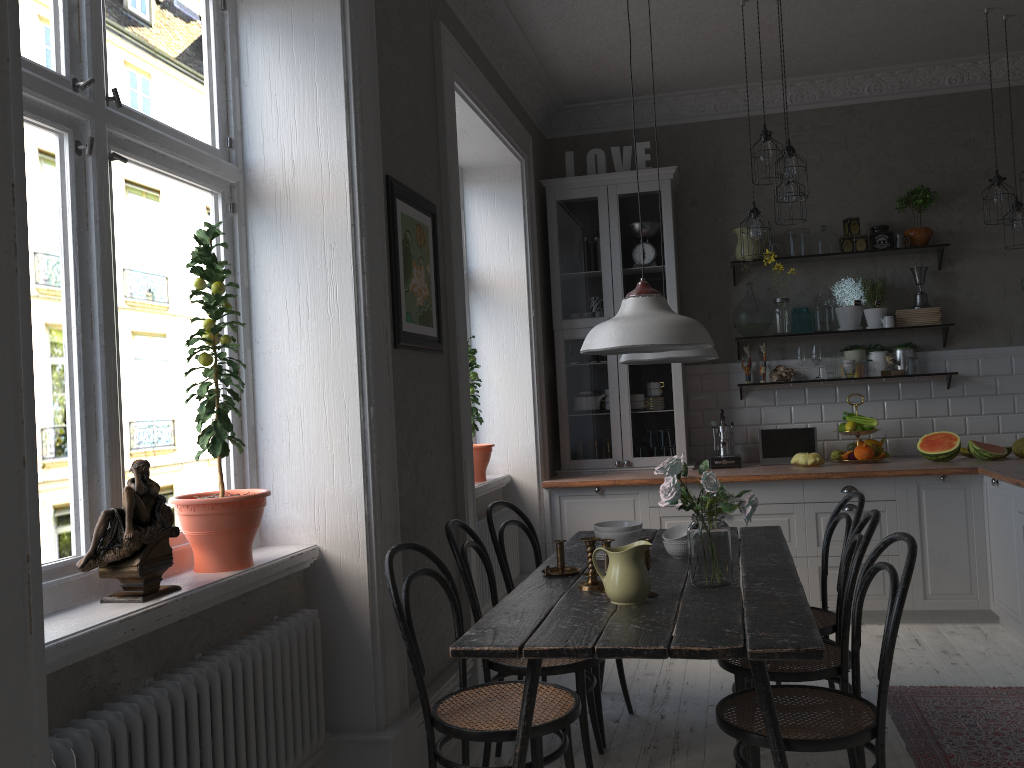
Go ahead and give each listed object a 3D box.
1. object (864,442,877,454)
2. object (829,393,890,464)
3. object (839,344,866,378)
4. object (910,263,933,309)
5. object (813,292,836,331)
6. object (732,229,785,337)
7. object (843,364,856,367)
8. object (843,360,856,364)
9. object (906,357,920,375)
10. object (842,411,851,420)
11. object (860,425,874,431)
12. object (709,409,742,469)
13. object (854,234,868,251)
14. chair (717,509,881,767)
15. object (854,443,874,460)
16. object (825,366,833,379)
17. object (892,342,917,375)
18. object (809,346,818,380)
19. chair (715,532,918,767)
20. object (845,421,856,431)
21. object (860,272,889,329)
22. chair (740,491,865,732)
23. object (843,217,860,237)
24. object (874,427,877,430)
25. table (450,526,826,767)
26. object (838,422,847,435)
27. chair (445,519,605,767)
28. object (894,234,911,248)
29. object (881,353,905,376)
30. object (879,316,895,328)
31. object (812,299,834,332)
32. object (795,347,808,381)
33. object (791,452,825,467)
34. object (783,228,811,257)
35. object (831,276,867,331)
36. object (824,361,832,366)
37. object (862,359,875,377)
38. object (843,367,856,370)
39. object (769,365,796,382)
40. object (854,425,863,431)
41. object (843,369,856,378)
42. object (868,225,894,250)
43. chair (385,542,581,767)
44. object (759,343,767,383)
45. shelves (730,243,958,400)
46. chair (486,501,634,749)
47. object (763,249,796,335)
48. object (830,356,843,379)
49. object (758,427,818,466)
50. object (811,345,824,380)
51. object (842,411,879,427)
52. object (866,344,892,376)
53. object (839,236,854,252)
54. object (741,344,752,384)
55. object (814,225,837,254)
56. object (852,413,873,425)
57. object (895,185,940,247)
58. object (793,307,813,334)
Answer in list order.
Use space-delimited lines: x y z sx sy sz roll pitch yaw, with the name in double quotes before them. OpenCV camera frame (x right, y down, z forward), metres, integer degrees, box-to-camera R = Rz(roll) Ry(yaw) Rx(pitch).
"object" 2.160 0.392 5.361 0.087 0.078 0.089 -4 -2 39
"object" 2.114 0.269 5.422 0.353 0.425 0.351 -3 -1 -2
"object" 2.172 -0.148 5.650 0.157 0.217 0.155 -3 -1 -8
"object" 2.555 -0.611 5.543 0.131 0.287 0.130 -3 -1 -2
"object" 2.023 -0.456 5.743 0.130 0.264 0.133 -3 -1 18
"object" 1.525 -0.640 5.682 0.338 0.674 0.333 -3 -1 -19
"object" 2.109 -0.098 5.533 0.076 0.051 0.078 -4 -2 31
"object" 2.108 -0.124 5.533 0.077 0.051 0.077 -3 -1 -2
"object" 2.481 -0.113 5.486 0.077 0.108 0.078 -3 -1 6
"object" 2.055 0.194 5.413 0.073 0.058 0.050 -3 -1 -11
"object" 2.157 0.277 5.392 0.076 0.062 0.099 -3 -1 -14
"object" 1.323 0.339 5.532 0.204 0.370 0.356 -3 -1 13
"object" 2.203 -0.879 5.586 0.081 0.113 0.084 -4 -1 23
"chair" 0.956 0.883 2.931 0.542 0.920 0.444 -3 -1 20
"object" 2.103 0.405 5.295 0.114 0.110 0.110 -3 -1 -20
"object" 2.043 -0.073 5.668 0.076 0.083 0.079 -4 -1 30
"object" 2.488 -0.160 5.602 0.157 0.213 0.154 -3 -1 10
"object" 1.947 -0.134 5.670 0.082 0.217 0.082 -3 -1 -1
"chair" 0.830 0.877 2.407 0.545 0.920 0.441 -3 -1 10
"object" 2.050 0.258 5.363 0.058 0.069 0.080 -4 -1 32
"object" 2.280 -0.533 5.574 0.187 0.380 0.166 -2 -1 -27
"chair" 1.091 0.886 3.401 0.545 0.920 0.441 -3 -1 10
"object" 2.143 -0.988 5.590 0.083 0.113 0.082 -3 -1 -7
"object" 2.204 0.273 5.413 0.051 0.050 0.050 -4 -1 22
"table" 0.530 1.001 3.034 0.897 0.735 1.937 -3 -1 13
"object" 2.055 0.275 5.440 0.096 0.078 0.101 -3 -1 0
"chair" 0.062 0.935 3.153 0.545 0.920 0.441 -3 -1 10
"object" 2.419 -0.884 5.491 0.092 0.096 0.075 -3 -1 13
"object" 2.378 -0.123 5.526 0.120 0.147 0.099 -3 -1 -20
"object" 2.337 -0.384 5.495 0.104 0.071 0.064 -4 -2 43
"object" 1.965 -0.428 5.599 0.122 0.206 0.127 -4 -2 35
"object" 1.864 -0.130 5.691 0.082 0.217 0.082 -3 -1 -1
"object" 1.774 0.453 5.319 0.195 0.083 0.191 -3 -1 13
"object" 1.829 -0.892 5.674 0.175 0.184 0.168 -2 -2 -38
"object" 2.164 -0.513 5.651 0.240 0.354 0.239 -4 -1 30
"object" 2.041 -0.106 5.669 0.076 0.083 0.079 -4 -1 30
"object" 2.235 -0.098 5.563 0.077 0.108 0.078 -3 -1 6
"object" 2.110 -0.081 5.532 0.077 0.051 0.077 -3 -1 6
"object" 1.725 -0.068 5.678 0.178 0.111 0.095 -3 -1 -10
"object" 2.095 0.278 5.369 0.063 0.061 0.067 -3 -1 13
"object" 2.111 -0.064 5.532 0.077 0.051 0.077 -3 -1 6
"object" 2.333 -0.915 5.611 0.141 0.174 0.143 -3 -1 13
"chair" -0.069 0.929 2.608 0.542 0.920 0.444 -3 -1 20
"object" 1.627 -0.137 5.724 0.063 0.264 0.052 -2 -2 -41
"shelves" 2.085 -0.360 5.635 1.305 0.923 0.230 -3 -1 12
"chair" 0.197 0.939 3.626 0.540 0.920 0.445 -4 -1 25
"object" 1.687 -0.582 5.602 0.191 0.540 0.281 -3 -1 5
"object" 2.053 -0.103 5.589 0.079 0.139 0.078 -3 -1 -15
"object" 1.725 0.390 5.538 0.348 0.226 0.089 -3 -1 12
"object" 1.928 -0.135 5.581 0.082 0.217 0.082 -3 -1 -1
"object" 2.119 0.212 5.395 0.208 0.101 0.068 -3 -1 18
"object" 2.326 -0.152 5.627 0.170 0.214 0.150 -4 -2 42
"object" 2.119 -0.874 5.607 0.082 0.113 0.083 -3 -1 13
"object" 1.528 -0.131 5.761 0.054 0.264 0.061 -3 -1 -16
"object" 2.024 -0.918 5.731 0.142 0.220 0.137 -2 -1 -28
"object" 2.163 0.221 5.455 0.177 0.096 0.090 -4 -2 33
"object" 2.542 -1.040 5.521 0.255 0.397 0.246 -4 -2 37
"object" 1.868 -0.404 5.711 0.124 0.172 0.127 -3 -1 16
